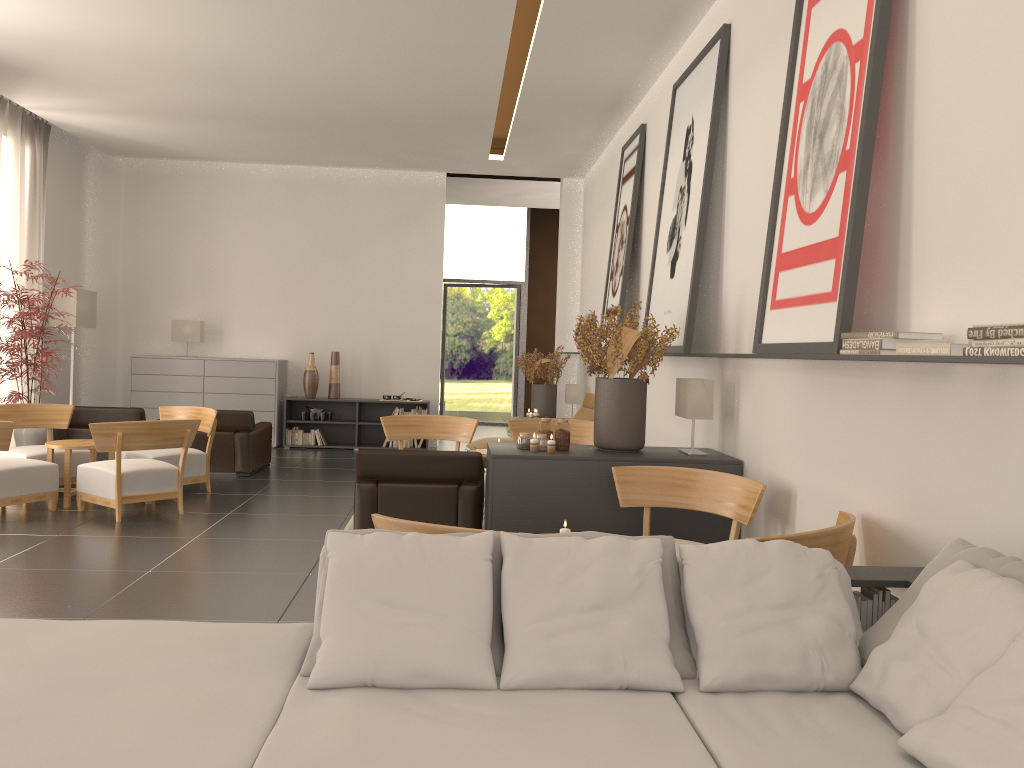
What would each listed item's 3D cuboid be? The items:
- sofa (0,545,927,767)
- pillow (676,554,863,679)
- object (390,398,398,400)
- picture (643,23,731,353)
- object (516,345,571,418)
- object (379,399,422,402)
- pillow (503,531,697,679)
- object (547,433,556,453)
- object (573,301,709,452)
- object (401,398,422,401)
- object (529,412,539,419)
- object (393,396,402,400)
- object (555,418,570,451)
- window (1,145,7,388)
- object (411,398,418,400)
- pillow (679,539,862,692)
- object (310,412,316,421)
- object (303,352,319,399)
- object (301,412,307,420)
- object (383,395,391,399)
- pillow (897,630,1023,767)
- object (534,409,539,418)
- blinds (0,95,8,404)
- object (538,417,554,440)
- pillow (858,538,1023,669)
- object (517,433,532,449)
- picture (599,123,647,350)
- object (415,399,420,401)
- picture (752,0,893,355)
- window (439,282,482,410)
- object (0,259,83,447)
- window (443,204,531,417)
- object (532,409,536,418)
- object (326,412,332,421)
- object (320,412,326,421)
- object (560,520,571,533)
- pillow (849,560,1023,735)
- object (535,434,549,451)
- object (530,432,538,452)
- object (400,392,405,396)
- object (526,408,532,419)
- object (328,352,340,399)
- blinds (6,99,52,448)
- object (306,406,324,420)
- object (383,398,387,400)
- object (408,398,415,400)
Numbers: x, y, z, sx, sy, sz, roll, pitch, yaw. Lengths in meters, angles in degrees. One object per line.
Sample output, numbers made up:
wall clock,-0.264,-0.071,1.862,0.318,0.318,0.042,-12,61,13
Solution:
sofa,-0.254,1.512,1.923,5.525,1.204,5.607,2,2,-4
pillow,1.265,1.108,4.288,0.918,0.510,0.616,2,2,-2
object,-2.611,0.322,19.339,0.292,0.058,0.086,1,2,-17
picture,1.993,-2.103,10.458,0.384,3.492,2.194,2,1,-4
object,0.618,-0.041,18.387,0.928,1.553,1.586,2,2,25
object,-2.423,0.357,19.412,0.893,0.003,0.671,2,2,-1
pillow,0.395,1.042,4.211,0.919,0.591,0.557,2,1,-4
object,0.383,0.575,8.617,0.080,0.187,0.080,2,1,6
object,1.324,-0.091,9.047,1.422,1.553,1.437,2,1,9
object,-2.203,0.343,19.459,0.405,0.034,0.293,4,3,44
object,0.442,0.658,17.769,0.207,0.187,0.111,1,1,-17
object,-2.536,0.303,19.595,0.188,0.082,0.188,2,2,11
object,0.508,0.501,8.889,0.157,0.325,0.157,3,1,33
window,-9.629,-1.575,15.603,0.110,5.748,2.644,2,1,-4
object,-2.195,0.319,19.470,0.014,0.015,0.515,1,2,-35
pillow,1.201,1.060,4.136,0.797,0.580,0.625,2,1,-3
object,-4.291,0.703,19.094,0.135,0.179,0.136,2,1,-3
object,-4.331,-0.185,19.125,0.327,0.992,0.327,2,1,20
object,-4.495,0.694,19.155,0.135,0.179,0.136,2,1,-3
object,-2.760,0.296,19.585,0.188,0.082,0.188,0,3,-43
pillow,1.770,1.131,2.918,0.590,0.562,0.803,2,2,-9
object,0.490,0.627,17.784,0.104,0.254,0.104,1,1,-43
blinds,-8.956,-1.834,14.782,0.415,6.430,1.550,2,1,0
object,0.343,0.492,8.989,0.157,0.325,0.158,2,1,-12
pillow,1.917,1.053,3.884,0.643,0.657,0.884,2,2,-4
object,0.125,0.572,8.895,0.157,0.158,0.158,1,2,-31
picture,1.746,-2.244,14.272,0.384,3.492,1.601,2,1,-4
object,-2.053,0.353,19.241,0.112,0.040,0.034,1,1,-15
picture,2.256,-1.952,6.407,0.384,3.492,1.601,2,1,-4
window,1.272,-3.971,20.665,99.113,20.575,48.647,2,2,-4
object,-7.582,-0.230,13.778,1.489,3.397,1.771,2,1,-19
window,-4.684,-2.550,26.282,10.308,7.379,0.100,2,1,-4
object,0.464,0.621,17.906,0.104,0.254,0.104,1,1,-43
object,-3.989,0.704,19.348,0.135,0.179,0.136,2,1,2
object,-4.085,0.708,19.135,0.136,0.179,0.135,1,2,-33
object,0.389,1.088,6.494,0.080,0.187,0.080,1,1,-39
pillow,1.774,1.080,3.583,0.587,0.596,0.819,2,2,-3
object,0.291,0.581,8.794,0.157,0.158,0.158,1,2,-31
object,0.217,0.567,8.683,0.076,0.187,0.076,2,1,13
object,-2.488,0.252,19.628,0.261,0.152,0.086,1,2,-36
object,0.343,0.619,17.872,0.108,0.254,0.108,1,1,-39
object,-3.873,-0.195,19.376,0.262,1.025,0.262,2,1,0
blinds,-9.064,-1.897,16.472,0.417,6.430,1.550,2,1,-8
object,-4.295,0.630,19.302,0.413,0.309,0.142,2,1,11
object,-2.784,0.324,19.372,0.112,0.040,0.034,4,2,41
object,-2.230,0.320,19.429,0.014,0.015,0.515,1,2,-27
